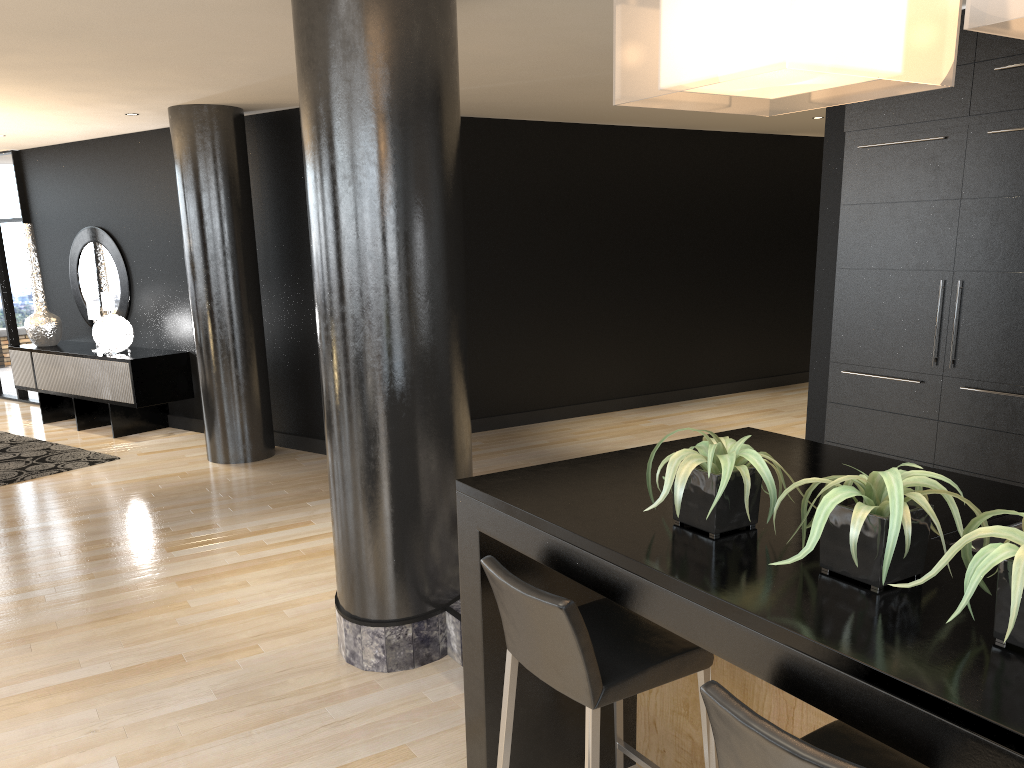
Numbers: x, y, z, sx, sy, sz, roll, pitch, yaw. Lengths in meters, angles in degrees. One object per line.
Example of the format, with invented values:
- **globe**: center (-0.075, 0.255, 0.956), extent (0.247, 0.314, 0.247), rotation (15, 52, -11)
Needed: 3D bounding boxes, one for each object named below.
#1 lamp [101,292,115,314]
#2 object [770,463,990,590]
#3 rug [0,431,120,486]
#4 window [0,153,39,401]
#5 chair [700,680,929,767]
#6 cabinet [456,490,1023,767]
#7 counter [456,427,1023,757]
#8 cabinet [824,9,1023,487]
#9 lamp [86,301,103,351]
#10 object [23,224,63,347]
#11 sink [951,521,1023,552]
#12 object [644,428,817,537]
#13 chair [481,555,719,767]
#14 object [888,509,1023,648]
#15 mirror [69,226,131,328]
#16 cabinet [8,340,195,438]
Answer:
- **lamp**: center (-3.849, -0.600, 8.468), extent (0.125, 0.562, 0.129), rotation (-2, 14, -2)
- **object**: center (0.678, 0.261, 1.749), extent (0.406, 0.244, 0.390), rotation (-3, 11, -7)
- **rug**: center (-5.607, 0.683, 7.433), extent (3.700, 0.011, 2.679), rotation (5, 12, 35)
- **window**: center (-4.537, -0.880, 1.819), extent (15.749, 4.887, 10.015), rotation (8, 14, 44)
- **chair**: center (0.647, 1.007, 1.675), extent (0.515, 0.984, 0.469), rotation (-9, 16, -31)
- **cabinet**: center (1.174, 0.953, 1.686), extent (1.172, 1.059, 3.073), rotation (-9, 12, -31)
- **counter**: center (1.162, 0.423, 1.550), extent (1.172, 0.032, 3.073), rotation (-7, 11, -32)
- **cabinet**: center (3.625, -0.276, 2.813), extent (0.723, 2.577, 5.651), rotation (-10, 13, -31)
- **lamp**: center (-4.025, -0.562, 8.532), extent (0.131, 0.475, 0.123), rotation (-10, 16, -31)
- **object**: center (-4.789, -0.992, 8.909), extent (0.340, 1.235, 0.339), rotation (12, 19, 43)
- **sink**: center (1.345, 0.487, 1.731), extent (0.457, 0.163, 0.910), rotation (-8, 11, -31)
- **object**: center (0.483, 0.207, 2.100), extent (0.397, 0.244, 0.399), rotation (-3, 11, -7)
- **chair**: center (0.231, 0.909, 2.323), extent (0.515, 0.984, 0.469), rotation (-9, 16, -31)
- **object**: center (0.887, 0.329, 1.382), extent (0.397, 0.222, 0.399), rotation (-3, 11, -7)
- **mirror**: center (-4.146, -1.029, 8.868), extent (1.069, 1.101, 0.025), rotation (7, 17, 35)
- **cabinet**: center (-4.095, 0.036, 8.762), extent (2.224, 0.783, 0.601), rotation (6, 14, 35)
